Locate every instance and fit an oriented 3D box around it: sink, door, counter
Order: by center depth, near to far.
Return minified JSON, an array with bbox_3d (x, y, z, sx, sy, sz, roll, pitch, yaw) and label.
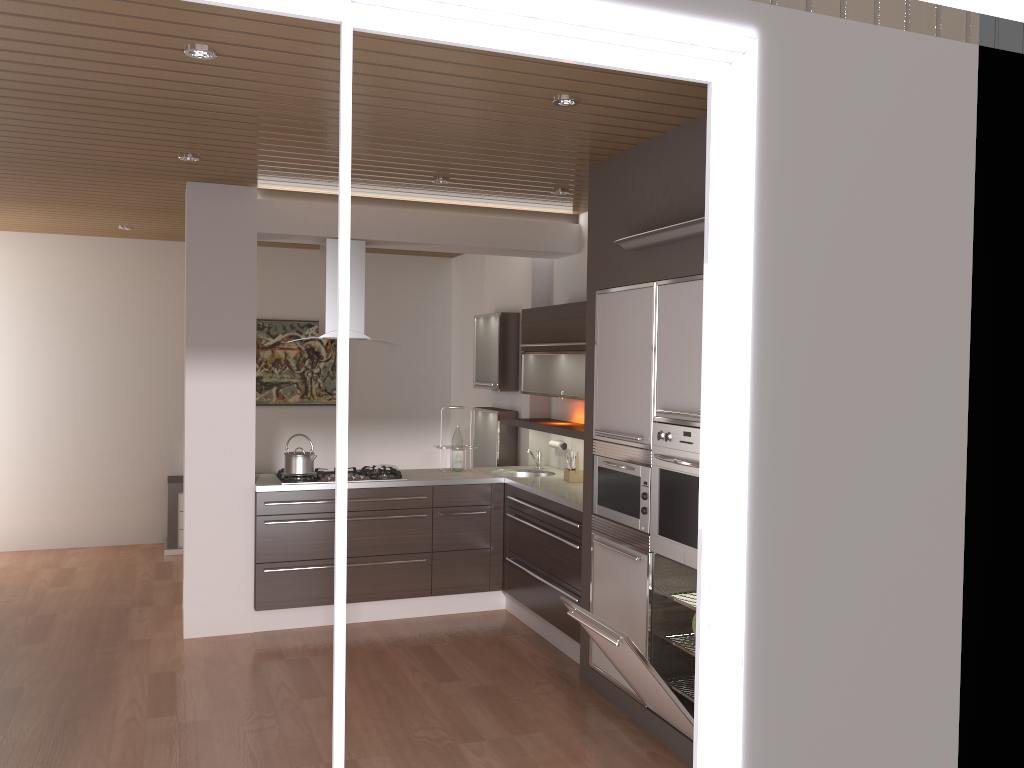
[{"bbox_3d":[-0.416,0.264,2.166,2.300,2.700,0.101,0,2,-21],"label":"door"},{"bbox_3d":[-0.405,0.646,5.375,2.150,0.036,1.850,0,2,-21],"label":"counter"},{"bbox_3d":[0.069,0.634,6.171,0.450,0.347,0.494,1,1,-15],"label":"sink"}]

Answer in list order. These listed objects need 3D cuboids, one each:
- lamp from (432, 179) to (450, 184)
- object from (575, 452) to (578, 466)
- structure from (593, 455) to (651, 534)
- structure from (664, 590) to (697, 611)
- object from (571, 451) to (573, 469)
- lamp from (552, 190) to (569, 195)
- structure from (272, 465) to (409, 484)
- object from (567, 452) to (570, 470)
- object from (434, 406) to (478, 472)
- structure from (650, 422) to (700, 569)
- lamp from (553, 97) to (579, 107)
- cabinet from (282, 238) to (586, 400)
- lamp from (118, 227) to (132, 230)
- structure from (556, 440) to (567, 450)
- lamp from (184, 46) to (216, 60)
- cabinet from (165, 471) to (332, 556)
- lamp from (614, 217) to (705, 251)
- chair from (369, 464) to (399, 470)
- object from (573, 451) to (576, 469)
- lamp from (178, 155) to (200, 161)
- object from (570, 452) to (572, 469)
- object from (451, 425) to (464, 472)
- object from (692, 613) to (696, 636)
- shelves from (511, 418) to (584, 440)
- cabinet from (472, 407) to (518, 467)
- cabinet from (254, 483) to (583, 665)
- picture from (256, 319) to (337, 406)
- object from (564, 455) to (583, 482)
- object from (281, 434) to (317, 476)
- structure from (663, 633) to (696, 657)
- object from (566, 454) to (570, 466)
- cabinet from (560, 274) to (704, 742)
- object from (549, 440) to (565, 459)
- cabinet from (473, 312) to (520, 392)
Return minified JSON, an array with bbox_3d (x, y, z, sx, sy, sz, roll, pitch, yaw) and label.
[{"bbox_3d":[-0.404,-1.177,5.054,0.102,0.055,0.102,2,2,41],"label":"lamp"},{"bbox_3d":[0.413,0.529,5.725,0.042,0.192,0.040,2,2,27],"label":"object"},{"bbox_3d":[0.519,0.524,4.303,0.049,0.301,0.569,0,2,-21],"label":"structure"},{"bbox_3d":[1.023,0.973,3.874,0.479,0.012,0.583,0,2,-21],"label":"structure"},{"bbox_3d":[0.391,0.532,5.742,0.018,0.196,0.022,0,2,-19],"label":"object"},{"bbox_3d":[0.290,-1.173,5.324,0.102,0.055,0.102,1,1,7],"label":"lamp"},{"bbox_3d":[-1.122,0.584,5.773,0.797,0.047,0.494,0,2,-21],"label":"structure"},{"bbox_3d":[0.365,0.529,5.716,0.042,0.192,0.040,2,2,25],"label":"object"},{"bbox_3d":[-0.393,0.381,6.218,0.291,0.453,0.210,1,2,-16],"label":"object"},{"bbox_3d":[0.723,0.473,3.742,0.066,0.583,0.582,0,2,-21],"label":"structure"},{"bbox_3d":[0.211,-1.127,3.471,0.102,0.055,0.102,0,2,-38],"label":"lamp"},{"bbox_3d":[-0.316,-0.431,5.433,2.058,1.032,1.399,0,2,-17],"label":"cabinet"},{"bbox_3d":[-3.104,-1.273,7.113,0.102,0.055,0.102,0,2,-38],"label":"lamp"},{"bbox_3d":[0.347,0.432,6.288,0.087,0.049,0.237,0,2,-21],"label":"structure"},{"bbox_3d":[-1.048,-1.135,2.982,0.102,0.055,0.102,0,2,-38],"label":"lamp"},{"bbox_3d":[-2.196,1.135,7.996,1.740,0.608,0.540,0,2,-21],"label":"cabinet"},{"bbox_3d":[0.698,-0.630,3.677,0.139,0.033,1.020,0,2,-21],"label":"lamp"},{"bbox_3d":[-1.156,1.063,6.775,0.491,0.847,0.608,2,2,39],"label":"chair"},{"bbox_3d":[0.399,0.532,5.735,0.020,0.196,0.017,1,1,2],"label":"object"},{"bbox_3d":[-1.663,-1.185,4.565,0.102,0.055,0.102,0,2,-38],"label":"lamp"},{"bbox_3d":[0.383,0.532,5.720,0.023,0.196,0.018,0,2,-19],"label":"object"},{"bbox_3d":[-0.379,0.446,6.168,0.091,0.319,0.091,1,1,14],"label":"object"},{"bbox_3d":[0.884,1.073,3.935,0.177,0.173,0.042,2,2,34],"label":"object"},{"bbox_3d":[0.469,0.306,5.704,0.313,0.050,1.850,0,2,-21],"label":"shelves"},{"bbox_3d":[-0.155,0.498,7.023,0.194,0.600,0.598,0,2,-21],"label":"cabinet"},{"bbox_3d":[-0.412,1.098,5.387,2.150,0.870,1.850,0,2,-21],"label":"cabinet"},{"bbox_3d":[-2.226,-0.198,8.239,1.277,0.801,0.018,0,2,-21],"label":"picture"},{"bbox_3d":[0.404,0.545,5.774,0.100,0.170,0.173,1,1,-10],"label":"object"},{"bbox_3d":[-1.333,0.437,5.562,0.221,0.251,0.221,0,2,-28],"label":"object"},{"bbox_3d":[1.020,1.172,3.879,0.479,0.012,0.583,0,2,-21],"label":"structure"},{"bbox_3d":[0.371,0.541,5.744,0.044,0.178,0.019,2,2,44],"label":"object"},{"bbox_3d":[0.809,0.519,3.777,1.047,1.948,1.796,0,2,-21],"label":"cabinet"},{"bbox_3d":[0.317,0.465,6.293,0.053,0.119,0.165,0,2,-21],"label":"object"},{"bbox_3d":[-0.192,-0.251,6.965,0.172,0.600,0.619,0,2,-36],"label":"cabinet"}]
